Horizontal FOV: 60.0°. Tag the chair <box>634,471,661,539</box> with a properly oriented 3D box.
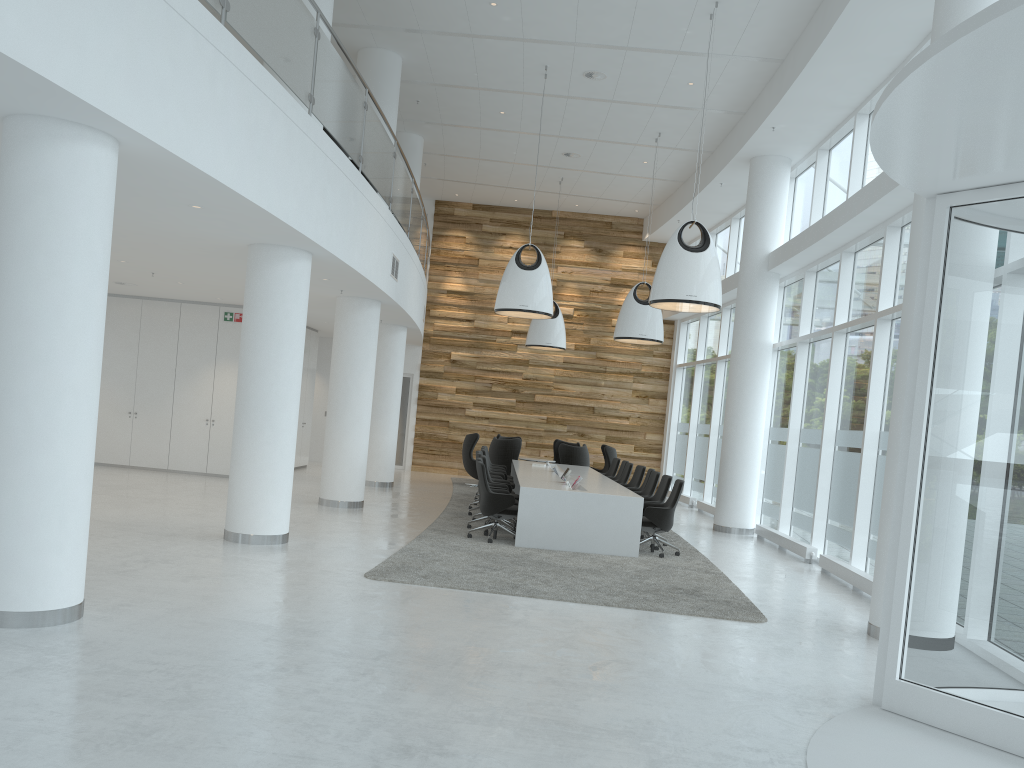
[{"bbox_3d":[1.797,1.727,12.849,0.674,0.968,0.684,5,1,-1],"label":"chair"}]

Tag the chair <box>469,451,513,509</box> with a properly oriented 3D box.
[{"bbox_3d":[-0.326,1.584,14.312,0.673,0.968,0.685,5,1,4],"label":"chair"}]

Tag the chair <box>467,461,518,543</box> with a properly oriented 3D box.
[{"bbox_3d":[-0.185,1.478,11.105,0.674,0.968,0.684,5,1,-6],"label":"chair"}]

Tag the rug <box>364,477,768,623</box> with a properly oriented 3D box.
[{"bbox_3d":[0.571,2.158,14.317,3.939,0.010,13.441,5,-2,0],"label":"rug"}]

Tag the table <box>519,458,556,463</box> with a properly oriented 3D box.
[{"bbox_3d":[0.510,1.971,19.107,0.797,0.697,0.801,5,0,24],"label":"table"}]

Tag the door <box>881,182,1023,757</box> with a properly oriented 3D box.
[{"bbox_3d":[3.648,0.479,3.713,2.993,3.115,2.997,5,0,9],"label":"door"}]

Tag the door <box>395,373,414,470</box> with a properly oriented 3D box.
[{"bbox_3d":[-3.441,0.868,22.142,1.805,2.406,0.132,5,2,1],"label":"door"}]

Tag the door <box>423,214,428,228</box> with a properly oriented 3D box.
[{"bbox_3d":[-3.074,-3.083,22.014,1.805,2.406,0.132,5,2,1],"label":"door"}]

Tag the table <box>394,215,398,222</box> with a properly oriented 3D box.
[{"bbox_3d":[-2.333,-2.470,15.026,0.796,0.755,0.801,5,0,39],"label":"table"}]

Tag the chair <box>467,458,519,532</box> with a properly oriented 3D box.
[{"bbox_3d":[-0.231,1.506,11.980,0.674,0.968,0.684,5,1,-1],"label":"chair"}]

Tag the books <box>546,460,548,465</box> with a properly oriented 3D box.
[{"bbox_3d":[0.696,1.553,16.600,0.153,0.241,0.182,5,0,-1],"label":"books"}]

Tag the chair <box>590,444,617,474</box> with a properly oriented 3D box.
[{"bbox_3d":[1.783,1.867,19.159,0.918,1.154,0.912,5,0,-11],"label":"chair"}]

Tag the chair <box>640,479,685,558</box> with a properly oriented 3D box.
[{"bbox_3d":[1.829,1.670,11.218,0.673,0.968,0.685,5,1,4],"label":"chair"}]

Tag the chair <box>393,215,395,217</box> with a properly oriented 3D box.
[{"bbox_3d":[-2.329,-2.704,14.191,0.915,1.154,0.915,5,0,-13],"label":"chair"}]

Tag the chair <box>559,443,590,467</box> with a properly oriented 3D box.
[{"bbox_3d":[1.133,1.768,18.105,0.916,1.154,0.914,5,0,-41],"label":"chair"}]

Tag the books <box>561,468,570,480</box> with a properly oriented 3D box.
[{"bbox_3d":[0.835,1.453,14.149,0.139,0.230,0.356,5,-1,-1],"label":"books"}]

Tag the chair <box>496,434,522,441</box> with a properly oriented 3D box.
[{"bbox_3d":[-0.054,1.732,20.110,0.916,1.154,0.914,5,0,-41],"label":"chair"}]

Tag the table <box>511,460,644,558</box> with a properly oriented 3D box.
[{"bbox_3d":[0.764,1.791,13.969,1.500,0.740,6.553,5,-2,-1],"label":"table"}]

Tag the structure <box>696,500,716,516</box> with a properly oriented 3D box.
[{"bbox_3d":[3.924,2.462,16.894,0.150,0.214,2.687,5,-2,-2],"label":"structure"}]

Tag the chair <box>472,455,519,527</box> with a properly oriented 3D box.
[{"bbox_3d":[-0.200,1.540,12.794,0.674,0.968,0.684,5,1,-1],"label":"chair"}]

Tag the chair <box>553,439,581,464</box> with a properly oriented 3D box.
[{"bbox_3d":[1.107,1.841,20.135,0.912,1.154,0.918,5,0,19],"label":"chair"}]

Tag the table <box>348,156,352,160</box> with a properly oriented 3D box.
[{"bbox_3d":[-2.323,-2.608,11.267,0.800,0.755,0.798,5,0,-11],"label":"table"}]

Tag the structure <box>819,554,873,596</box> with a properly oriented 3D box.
[{"bbox_3d":[3.845,2.192,9.795,0.150,0.214,2.689,5,-2,4],"label":"structure"}]

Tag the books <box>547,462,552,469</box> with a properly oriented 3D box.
[{"bbox_3d":[0.707,1.549,16.262,0.139,0.223,0.162,5,0,-1],"label":"books"}]

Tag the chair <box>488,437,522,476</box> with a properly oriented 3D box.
[{"bbox_3d":[-0.046,1.658,18.110,0.912,1.154,0.918,5,0,19],"label":"chair"}]

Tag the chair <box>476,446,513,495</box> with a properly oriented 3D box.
[{"bbox_3d":[-0.308,1.674,16.706,0.673,0.968,0.685,5,1,4],"label":"chair"}]

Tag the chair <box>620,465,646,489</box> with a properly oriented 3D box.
[{"bbox_3d":[1.815,1.786,14.395,0.674,0.968,0.684,5,1,-6],"label":"chair"}]

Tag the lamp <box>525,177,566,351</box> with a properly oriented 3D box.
[{"bbox_3d":[0.886,-2.573,18.963,0.880,3.654,0.886,7,2,38],"label":"lamp"}]

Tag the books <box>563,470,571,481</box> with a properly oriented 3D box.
[{"bbox_3d":[0.849,1.473,14.169,0.158,0.241,0.352,5,-1,-1],"label":"books"}]

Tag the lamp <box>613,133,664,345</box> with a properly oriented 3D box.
[{"bbox_3d":[2.393,-2.558,15.586,0.880,3.654,0.886,7,2,42],"label":"lamp"}]

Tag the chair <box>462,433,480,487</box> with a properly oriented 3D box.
[{"bbox_3d":[-0.627,1.640,19.089,0.918,1.154,0.912,5,0,-11],"label":"chair"}]

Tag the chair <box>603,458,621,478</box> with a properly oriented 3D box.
[{"bbox_3d":[1.706,1.866,16.819,0.674,0.968,0.684,5,1,-6],"label":"chair"}]

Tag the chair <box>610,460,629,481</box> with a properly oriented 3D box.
[{"bbox_3d":[1.752,1.838,15.944,0.674,0.968,0.684,5,1,-1],"label":"chair"}]

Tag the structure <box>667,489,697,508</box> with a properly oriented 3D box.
[{"bbox_3d":[3.719,2.559,20.047,0.150,0.214,2.686,5,-2,-5],"label":"structure"}]

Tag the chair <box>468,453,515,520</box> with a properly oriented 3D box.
[{"bbox_3d":[-0.294,1.558,13.528,0.674,0.968,0.684,5,1,-6],"label":"chair"}]

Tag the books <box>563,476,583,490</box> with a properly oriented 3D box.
[{"bbox_3d":[0.826,1.405,12.225,0.230,0.275,0.598,5,-1,20],"label":"books"}]

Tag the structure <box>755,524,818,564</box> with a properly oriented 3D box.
[{"bbox_3d":[3.978,2.321,12.968,0.150,0.214,2.688,5,-2,1],"label":"structure"}]

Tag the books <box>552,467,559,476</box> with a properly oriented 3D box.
[{"bbox_3d":[0.731,1.478,14.504,0.153,0.239,0.190,5,0,-1],"label":"books"}]

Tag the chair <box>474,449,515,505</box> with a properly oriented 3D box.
[{"bbox_3d":[-0.276,1.617,15.075,0.674,0.968,0.684,5,1,-1],"label":"chair"}]

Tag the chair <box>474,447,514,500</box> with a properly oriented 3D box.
[{"bbox_3d":[-0.299,1.645,15.893,0.674,0.968,0.684,5,1,-1],"label":"chair"}]

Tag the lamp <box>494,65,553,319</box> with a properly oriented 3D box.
[{"bbox_3d":[0.338,-2.840,13.130,0.880,3.654,0.886,7,2,44],"label":"lamp"}]

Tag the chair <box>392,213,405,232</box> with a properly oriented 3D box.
[{"bbox_3d":[-2.333,-2.642,15.899,0.915,1.154,0.915,5,0,-10],"label":"chair"}]

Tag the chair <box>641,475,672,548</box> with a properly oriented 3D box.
[{"bbox_3d":[1.820,1.699,12.031,0.674,0.968,0.684,5,1,-1],"label":"chair"}]

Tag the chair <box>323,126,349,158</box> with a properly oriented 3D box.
[{"bbox_3d":[-2.361,-2.846,10.433,0.915,1.154,0.915,5,0,-10],"label":"chair"}]

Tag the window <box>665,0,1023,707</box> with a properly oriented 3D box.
[{"bbox_3d":[-16.012,-2.337,18.072,62.694,6.150,30.906,4,-3,39],"label":"window"}]

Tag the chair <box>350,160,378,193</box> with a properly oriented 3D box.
[{"bbox_3d":[-2.278,-2.776,12.140,0.914,1.154,0.916,5,0,-7],"label":"chair"}]

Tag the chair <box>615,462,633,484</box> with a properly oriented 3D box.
[{"bbox_3d":[1.720,1.805,15.130,0.674,0.968,0.684,5,1,-1],"label":"chair"}]

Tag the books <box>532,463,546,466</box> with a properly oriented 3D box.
[{"bbox_3d":[0.488,1.455,15.985,0.224,0.026,0.264,5,-2,9],"label":"books"}]

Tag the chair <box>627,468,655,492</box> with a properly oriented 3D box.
[{"bbox_3d":[1.847,1.760,13.611,0.673,0.968,0.685,5,1,4],"label":"chair"}]

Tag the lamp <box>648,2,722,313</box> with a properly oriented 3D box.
[{"bbox_3d":[2.275,-2.748,10.760,0.886,3.654,0.880,4,2,-45],"label":"lamp"}]

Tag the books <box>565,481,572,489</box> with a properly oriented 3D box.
[{"bbox_3d":[0.770,1.392,11.730,0.143,0.227,0.203,5,0,-2],"label":"books"}]
